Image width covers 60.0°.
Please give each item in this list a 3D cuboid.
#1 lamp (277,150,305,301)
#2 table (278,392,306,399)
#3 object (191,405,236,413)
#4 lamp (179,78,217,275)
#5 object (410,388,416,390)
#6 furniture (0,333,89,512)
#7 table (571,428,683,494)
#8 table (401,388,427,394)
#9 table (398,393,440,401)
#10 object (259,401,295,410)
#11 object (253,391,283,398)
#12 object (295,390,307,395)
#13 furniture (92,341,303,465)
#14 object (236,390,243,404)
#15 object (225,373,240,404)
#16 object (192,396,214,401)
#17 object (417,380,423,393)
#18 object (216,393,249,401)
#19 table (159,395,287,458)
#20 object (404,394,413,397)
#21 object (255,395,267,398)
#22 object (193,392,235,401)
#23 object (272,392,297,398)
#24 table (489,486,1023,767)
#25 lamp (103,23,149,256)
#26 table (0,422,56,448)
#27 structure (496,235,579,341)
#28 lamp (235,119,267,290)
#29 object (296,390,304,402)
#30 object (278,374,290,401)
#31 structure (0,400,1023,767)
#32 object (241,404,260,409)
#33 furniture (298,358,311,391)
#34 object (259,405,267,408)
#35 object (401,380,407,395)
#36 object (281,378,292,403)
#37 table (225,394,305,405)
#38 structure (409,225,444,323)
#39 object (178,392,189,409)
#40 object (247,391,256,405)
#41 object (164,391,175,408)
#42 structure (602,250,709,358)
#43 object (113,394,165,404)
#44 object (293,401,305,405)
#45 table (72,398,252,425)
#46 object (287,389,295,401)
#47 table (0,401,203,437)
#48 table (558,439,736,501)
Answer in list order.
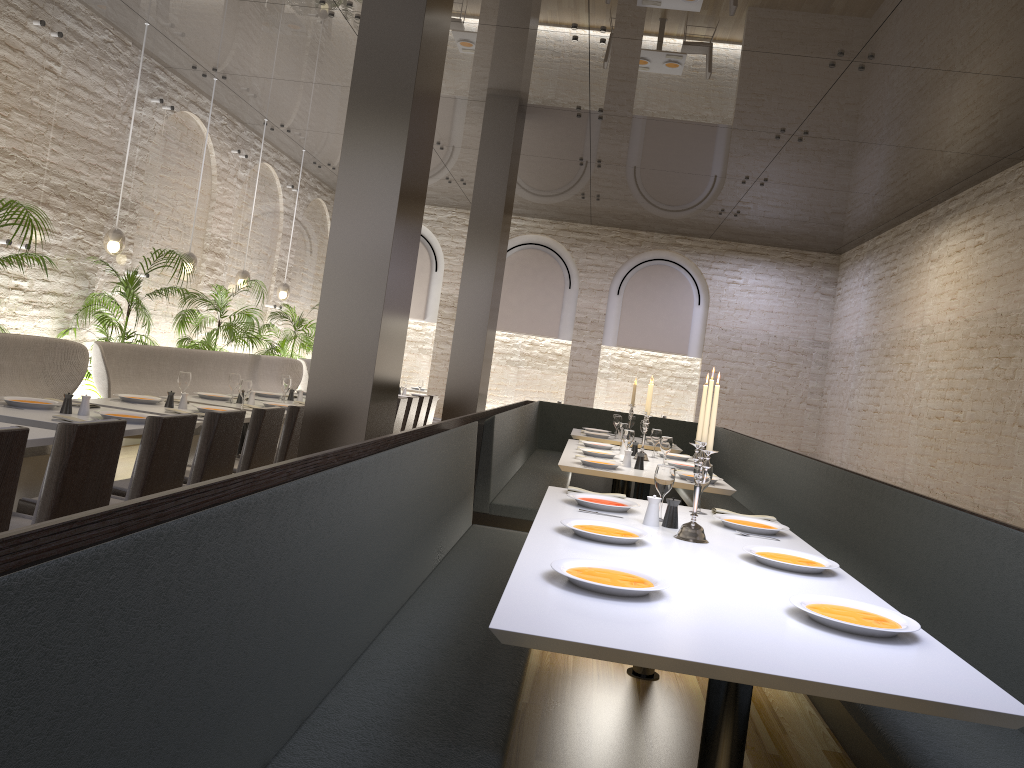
[{"bbox_3d":[-2.928,-2.124,11.859,0.177,2.043,0.178,8,-2,-16],"label":"lamp"},{"bbox_3d":[-1.930,0.529,9.291,0.936,0.761,1.009,8,0,5],"label":"table"},{"bbox_3d":[-1.931,0.177,5.795,0.322,0.036,0.320,8,1,40],"label":"object"},{"bbox_3d":[-3.182,-2.121,9.069,0.177,2.043,0.177,8,-2,-10],"label":"lamp"},{"bbox_3d":[-1.670,0.094,15.353,0.185,0.010,0.017,8,0,6],"label":"object"},{"bbox_3d":[-3.140,0.264,4.002,0.709,1.098,4.471,8,1,5],"label":"furniture"},{"bbox_3d":[1.122,0.948,9.245,1.101,0.761,1.187,8,0,5],"label":"table"},{"bbox_3d":[-1.432,0.513,15.499,0.936,0.761,1.009,8,0,5],"label":"table"},{"bbox_3d":[-1.626,0.526,12.636,0.936,0.761,1.009,8,0,5],"label":"table"},{"bbox_3d":[-1.826,0.175,6.953,0.321,0.036,0.322,8,1,-12],"label":"object"},{"bbox_3d":[-2.251,0.101,8.162,0.321,0.036,0.322,8,1,-17],"label":"object"},{"bbox_3d":[-2.145,0.100,9.327,0.321,0.036,0.322,8,1,-17],"label":"object"},{"bbox_3d":[-2.720,0.260,8.619,0.709,1.098,4.471,8,1,5],"label":"furniture"},{"bbox_3d":[-2.116,0.097,6.916,0.059,0.109,0.059,8,-1,-3],"label":"object"},{"bbox_3d":[-2.147,0.033,6.821,0.086,0.231,0.086,9,-2,-37],"label":"object"},{"bbox_3d":[-2.378,0.112,6.823,0.185,0.010,0.017,8,0,6],"label":"object"},{"bbox_3d":[-1.342,0.062,12.887,0.087,0.231,0.086,7,-2,35],"label":"object"},{"bbox_3d":[-2.308,0.111,7.344,0.273,0.033,0.142,8,1,5],"label":"object"},{"bbox_3d":[-2.141,0.531,6.970,0.936,0.761,1.009,8,0,5],"label":"table"},{"bbox_3d":[-1.345,0.177,12.261,0.273,0.033,0.142,8,1,5],"label":"object"},{"bbox_3d":[-2.273,0.111,7.979,0.185,0.010,0.017,8,0,6],"label":"object"},{"bbox_3d":[-2.356,0.102,7.006,0.321,0.036,0.322,8,1,-12],"label":"object"},{"bbox_3d":[-2.203,0.110,8.500,0.273,0.033,0.142,8,1,5],"label":"object"},{"bbox_3d":[0.557,0.954,3.034,1.101,0.760,2.536,8,1,5],"label":"table"},{"bbox_3d":[-3.309,-2.120,7.674,0.178,2.043,0.177,7,-2,26],"label":"lamp"},{"bbox_3d":[-2.462,0.535,3.439,0.936,0.761,1.009,8,0,5],"label":"table"},{"bbox_3d":[0.300,-1.648,14.721,1.634,1.677,0.097,8,-2,5],"label":"structure"},{"bbox_3d":[-3.054,-2.123,10.479,0.177,2.043,0.178,8,-2,-16],"label":"lamp"},{"bbox_3d":[-1.937,0.105,8.111,0.059,0.109,0.059,8,-1,-3],"label":"object"},{"bbox_3d":[-2.044,0.032,7.951,0.086,0.231,0.087,9,-2,-43],"label":"object"},{"bbox_3d":[0.784,0.835,5.136,2.373,1.001,10.736,8,1,5],"label":"structure"},{"bbox_3d":[-1.861,0.183,6.595,0.273,0.033,0.142,8,1,5],"label":"object"},{"bbox_3d":[-2.387,0.256,12.277,0.707,1.098,2.582,8,0,5],"label":"furniture"},{"bbox_3d":[-1.848,0.183,6.771,0.181,0.015,0.038,8,0,7],"label":"object"},{"bbox_3d":[-1.444,0.063,11.765,0.087,0.231,0.086,7,-2,35],"label":"object"},{"bbox_3d":[-1.855,0.067,7.248,0.086,0.231,0.086,8,-1,11],"label":"object"},{"bbox_3d":[-2.036,0.530,8.125,0.936,0.761,1.009,8,0,5],"label":"table"},{"bbox_3d":[-1.930,-1.957,14.936,1.634,1.677,0.097,8,-2,5],"label":"structure"},{"bbox_3d":[-2.147,0.107,5.797,0.059,0.109,0.059,8,-1,14],"label":"object"},{"bbox_3d":[-2.042,0.106,6.955,0.059,0.109,0.059,8,-1,-3],"label":"object"},{"bbox_3d":[-2.221,0.098,5.758,0.059,0.109,0.059,8,-1,14],"label":"object"},{"bbox_3d":[2.391,-1.358,14.519,1.634,1.677,0.097,8,-2,5],"label":"structure"},{"bbox_3d":[-2.461,0.103,5.848,0.322,0.036,0.320,8,1,40],"label":"object"},{"bbox_3d":[-1.755,0.181,7.751,0.273,0.033,0.142,8,1,5],"label":"object"},{"bbox_3d":[-2.246,0.532,5.812,0.936,0.761,1.009,8,0,5],"label":"table"},{"bbox_3d":[-2.010,0.095,8.072,0.059,0.109,0.059,8,-1,-3],"label":"object"},{"bbox_3d":[-2.349,0.533,4.684,0.936,0.761,1.009,8,0,5],"label":"table"},{"bbox_3d":[0.891,0.951,6.701,1.101,0.760,2.536,8,1,5],"label":"table"}]
